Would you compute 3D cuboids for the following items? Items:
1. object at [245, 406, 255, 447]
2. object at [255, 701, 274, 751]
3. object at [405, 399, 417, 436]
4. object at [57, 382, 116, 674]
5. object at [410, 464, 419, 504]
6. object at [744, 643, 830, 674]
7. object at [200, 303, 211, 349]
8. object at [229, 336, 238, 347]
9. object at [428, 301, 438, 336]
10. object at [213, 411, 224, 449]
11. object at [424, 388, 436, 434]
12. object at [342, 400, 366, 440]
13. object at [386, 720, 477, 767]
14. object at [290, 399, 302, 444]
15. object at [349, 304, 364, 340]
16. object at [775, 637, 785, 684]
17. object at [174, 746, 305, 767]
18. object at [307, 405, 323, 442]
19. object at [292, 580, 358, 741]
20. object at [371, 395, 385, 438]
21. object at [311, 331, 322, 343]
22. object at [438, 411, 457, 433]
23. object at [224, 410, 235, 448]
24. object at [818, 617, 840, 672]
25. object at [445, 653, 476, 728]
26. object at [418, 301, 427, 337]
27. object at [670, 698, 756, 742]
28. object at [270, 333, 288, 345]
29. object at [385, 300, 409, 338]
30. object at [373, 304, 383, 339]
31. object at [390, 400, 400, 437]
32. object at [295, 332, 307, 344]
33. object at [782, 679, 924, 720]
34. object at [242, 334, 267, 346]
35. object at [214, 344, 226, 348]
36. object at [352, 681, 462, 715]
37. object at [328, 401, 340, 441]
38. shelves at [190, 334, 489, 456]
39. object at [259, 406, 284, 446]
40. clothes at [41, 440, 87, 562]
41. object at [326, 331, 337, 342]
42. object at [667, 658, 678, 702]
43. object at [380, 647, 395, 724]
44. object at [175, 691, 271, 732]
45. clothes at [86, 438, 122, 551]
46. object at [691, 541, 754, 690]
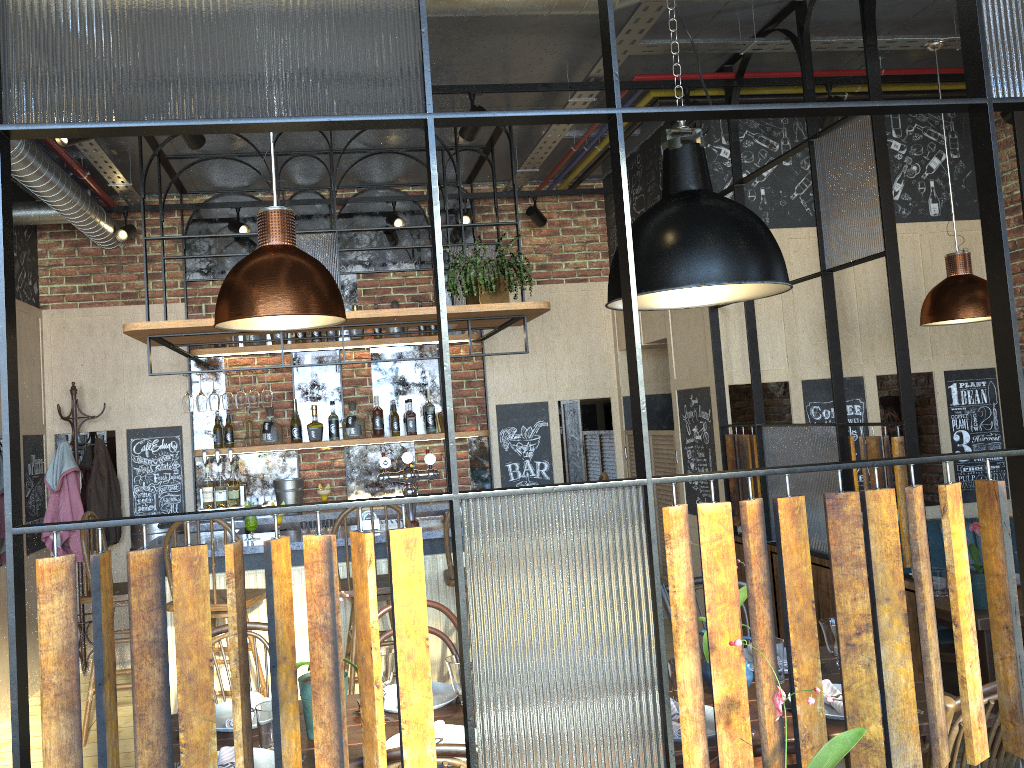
[{"bbox_3d":[-1.850,0.297,6.211,0.058,0.289,0.053,-6,-4,29],"label":"object"},{"bbox_3d":[-0.622,0.895,2.288,0.088,0.120,0.080,-7,-5,42],"label":"object"},{"bbox_3d":[-0.731,0.239,6.349,0.077,0.263,0.079,-4,-4,-8],"label":"object"},{"bbox_3d":[-2.921,0.976,5.896,0.354,1.993,0.351,-5,-4,13],"label":"object"},{"bbox_3d":[-0.900,0.728,6.260,0.485,0.288,0.089,-4,-4,-6],"label":"object"},{"bbox_3d":[0.789,0.852,2.740,0.322,0.051,0.271,-4,-2,-6],"label":"object"},{"bbox_3d":[-2.185,-0.408,6.262,0.077,0.330,0.074,-5,-4,14],"label":"object"},{"bbox_3d":[-1.991,-0.400,6.281,0.058,0.289,0.053,-6,-4,29],"label":"object"},{"bbox_3d":[-0.586,-0.477,6.455,0.064,0.264,0.068,-3,-4,-22],"label":"object"},{"bbox_3d":[-2.066,0.323,6.192,0.067,0.264,0.064,-5,-4,13],"label":"object"},{"bbox_3d":[-0.595,0.197,6.388,0.077,0.330,0.074,-5,-4,14],"label":"object"},{"bbox_3d":[-1.134,0.254,6.297,0.170,0.284,0.121,-4,-4,5],"label":"object"},{"bbox_3d":[-0.171,0.897,2.207,0.322,0.051,0.271,-4,-2,-6],"label":"object"},{"bbox_3d":[-1.539,0.262,6.264,0.078,0.318,0.084,-2,-4,-29],"label":"object"},{"bbox_3d":[-1.129,-0.443,6.380,0.116,0.265,0.118,-4,-4,-8],"label":"object"},{"bbox_3d":[0.758,0.812,2.585,0.081,0.120,0.087,-2,-4,-27],"label":"object"},{"bbox_3d":[-0.670,0.928,2.135,0.322,0.051,0.271,-4,-2,-6],"label":"object"},{"bbox_3d":[-1.400,0.280,6.261,0.116,0.265,0.118,-4,-4,-8],"label":"object"},{"bbox_3d":[-0.518,0.740,2.421,0.152,0.427,0.194,-6,-4,24],"label":"object"},{"bbox_3d":[-0.966,0.234,6.337,0.087,0.303,0.084,-5,-4,10],"label":"object"},{"bbox_3d":[-1.417,-0.434,6.371,0.075,0.284,0.076,-4,-4,-8],"label":"object"},{"bbox_3d":[-0.466,0.235,6.368,0.139,0.235,0.092,-3,-4,-23],"label":"object"},{"bbox_3d":[-1.991,0.318,6.201,0.064,0.264,0.068,-3,-4,-22],"label":"object"},{"bbox_3d":[0.920,0.762,2.467,0.101,0.192,0.096,-5,-4,15],"label":"object"},{"bbox_3d":[-0.124,0.828,2.350,0.100,0.192,0.096,-5,-4,11],"label":"object"},{"bbox_3d":[-0.661,-0.472,6.446,0.064,0.264,0.067,-3,-4,-16],"label":"object"},{"bbox_3d":[0.441,0.858,2.264,0.322,0.051,0.271,-4,-2,-6],"label":"object"},{"bbox_3d":[-1.669,-0.394,6.311,0.143,0.235,0.089,-4,-4,-3],"label":"object"},{"bbox_3d":[-0.844,-0.471,6.415,0.170,0.284,0.121,-4,-4,5],"label":"object"},{"bbox_3d":[-0.982,-0.452,6.408,0.065,0.264,0.067,-4,-4,-10],"label":"object"},{"bbox_3d":[-0.843,0.245,6.338,0.063,0.264,0.068,-2,-4,-28],"label":"object"},{"bbox_3d":[-1.529,-0.444,6.352,0.078,0.318,0.084,-2,-4,-29],"label":"object"},{"bbox_3d":[0.889,0.829,2.326,0.322,0.051,0.271,-4,-2,-6],"label":"object"},{"bbox_3d":[-1.847,-0.407,6.296,0.170,0.284,0.121,-4,-4,5],"label":"object"},{"bbox_3d":[-2.091,-0.400,6.289,0.086,0.303,0.085,-4,-4,1],"label":"object"},{"bbox_3d":[-0.310,0.922,2.614,0.322,0.051,0.271,-4,-2,-6],"label":"object"},{"bbox_3d":[-1.276,0.263,6.302,0.075,0.284,0.076,-4,-4,-8],"label":"object"},{"bbox_3d":[-1.267,0.078,6.525,2.094,0.747,0.610,-4,-3,-7],"label":"shelves"},{"bbox_3d":[-1.706,0.290,6.226,0.170,0.284,0.121,-4,-4,5],"label":"object"},{"bbox_3d":[-2.931,0.767,5.763,0.277,0.793,0.234,-5,-4,17],"label":"clothes"},{"bbox_3d":[-1.308,-0.430,6.364,0.077,0.263,0.079,-4,-4,-8],"label":"object"},{"bbox_3d":[0.477,0.826,2.433,0.081,0.120,0.087,-2,-4,-27],"label":"object"},{"bbox_3d":[-0.369,0.850,2.482,0.103,0.192,0.094,-7,-5,38],"label":"object"},{"bbox_3d":[-0.800,0.953,2.560,0.322,0.051,0.271,-4,-2,-6],"label":"object"},{"bbox_3d":[-2.776,0.750,5.999,0.208,0.772,0.241,-3,-4,-13],"label":"clothes"},{"bbox_3d":[0.612,0.666,2.518,0.222,0.432,0.134,-5,-4,10],"label":"object"}]
